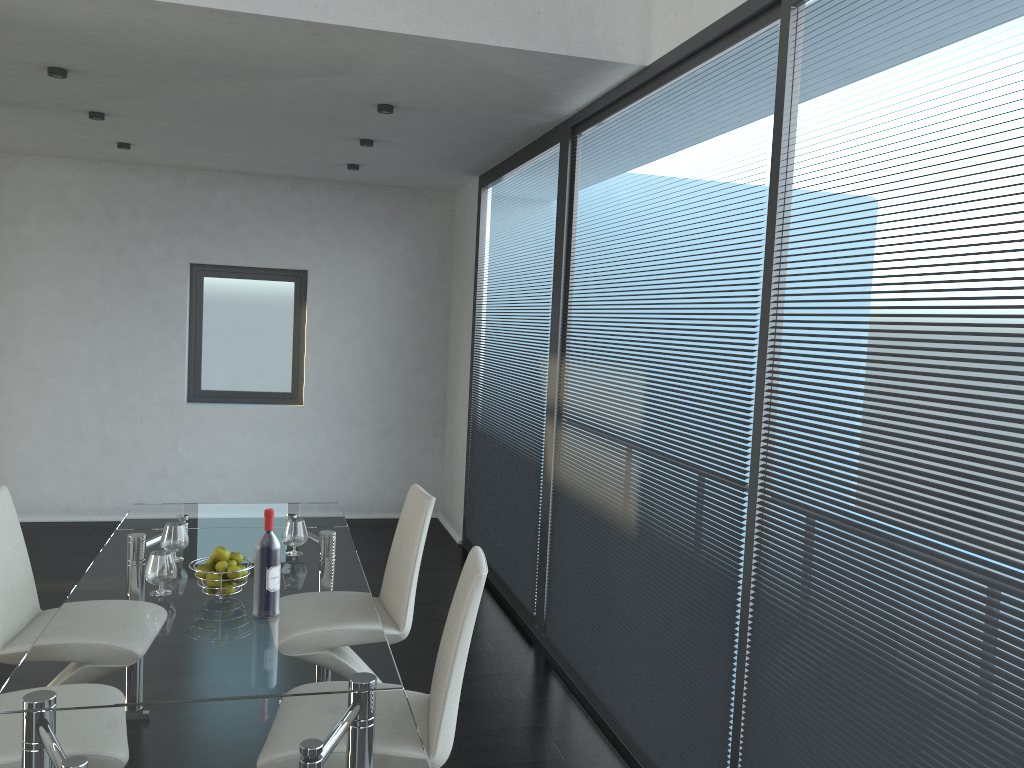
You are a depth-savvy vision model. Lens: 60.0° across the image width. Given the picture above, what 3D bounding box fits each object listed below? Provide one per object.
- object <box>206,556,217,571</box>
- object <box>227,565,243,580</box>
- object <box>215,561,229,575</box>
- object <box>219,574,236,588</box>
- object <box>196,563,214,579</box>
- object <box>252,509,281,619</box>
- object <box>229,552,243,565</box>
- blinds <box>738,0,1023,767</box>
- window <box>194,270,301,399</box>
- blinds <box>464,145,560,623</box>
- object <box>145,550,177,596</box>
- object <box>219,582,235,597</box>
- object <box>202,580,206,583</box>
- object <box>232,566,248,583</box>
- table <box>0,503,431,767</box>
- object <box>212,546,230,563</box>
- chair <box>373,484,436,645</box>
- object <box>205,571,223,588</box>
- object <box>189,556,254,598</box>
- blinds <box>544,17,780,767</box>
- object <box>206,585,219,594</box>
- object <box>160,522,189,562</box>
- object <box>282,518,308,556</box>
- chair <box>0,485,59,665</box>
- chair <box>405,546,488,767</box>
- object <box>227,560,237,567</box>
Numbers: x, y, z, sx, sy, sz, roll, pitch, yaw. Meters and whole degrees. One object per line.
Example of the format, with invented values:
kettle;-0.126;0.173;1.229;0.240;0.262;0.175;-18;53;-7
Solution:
object;-0.960;0.580;2.864;0.050;0.054;0.055;7;6;44
object;-0.875;0.595;2.797;0.047;0.048;0.047;6;5;37
object;-0.916;0.580;2.802;0.040;0.043;0.044;3;4;-1
object;-0.923;0.641;2.869;0.061;0.056;0.059;5;5;30
object;-0.974;0.595;2.812;0.055;0.048;0.054;1;4;-22
object;-0.739;0.540;2.680;0.082;0.326;0.082;3;4;6
object;-0.901;0.569;2.891;0.047;0.045;0.047;2;4;-15
blinds;0.980;0.267;1.713;0.018;2.537;1.874;2;4;-15
window;-2.130;-0.390;7.157;0.800;1.000;0.050;2;4;-15
blinds;-0.048;-0.048;5.538;0.018;2.537;1.787;2;4;-15
object;-1.127;0.607;2.847;0.098;0.132;0.098;3;4;5
object;-0.904;0.651;2.817;0.048;0.048;0.048;3;4;-4
object;-0.977;0.621;2.855;0.045;0.042;0.045;1;4;-21
object;-0.875;0.609;2.842;0.058;0.058;0.058;6;5;42
table;-0.965;1.041;2.951;0.940;0.731;2.720;2;4;-15
object;-0.931;0.547;2.837;0.055;0.056;0.055;2;4;-15
chair;-0.646;0.904;3.532;0.612;0.959;0.471;1;4;-20
object;-0.936;0.614;2.787;0.054;0.055;0.053;6;5;39
object;-0.927;0.626;2.839;0.206;0.105;0.206;5;5;30
blinds;0.477;0.113;3.587;0.018;2.537;1.874;2;4;-15
object;-0.956;0.653;2.830;0.038;0.038;0.038;2;4;-11
object;-1.229;0.575;3.231;0.098;0.132;0.098;3;4;5
object;-0.830;0.584;3.388;0.098;0.132;0.098;3;4;5
chair;-1.622;0.876;3.246;0.612;0.959;0.471;2;4;-10
chair;-0.400;0.980;2.611;0.612;0.959;0.471;2;4;-5
object;-0.906;0.583;2.853;0.040;0.038;0.040;-1;6;-44
